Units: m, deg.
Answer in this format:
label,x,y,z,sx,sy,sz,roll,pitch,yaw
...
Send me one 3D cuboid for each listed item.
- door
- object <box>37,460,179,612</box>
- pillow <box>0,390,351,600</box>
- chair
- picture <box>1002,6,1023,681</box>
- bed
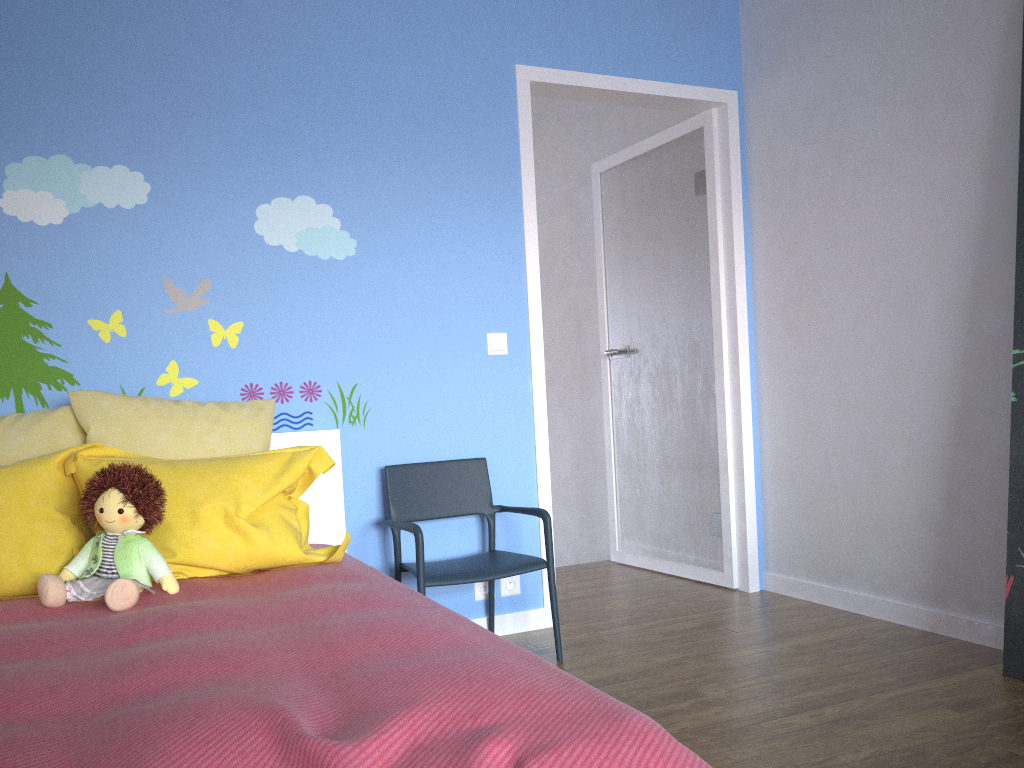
label,x,y,z,sx,sy,sz,roll,pitch,yaw
door,0.332,-0.131,4.012,1.031,2.132,0.998,-4,1,-25
object,-0.919,0.349,2.024,0.286,0.342,0.251,-3,1,10
pillow,-1.151,0.274,2.355,1.343,0.532,0.679,-3,0,-23
chair,-0.167,0.604,3.001,0.511,0.675,0.416,-3,1,-28
picture,1.661,-0.182,2.141,0.207,2.022,0.958,-4,2,-25
bed,-0.792,0.542,1.660,1.924,0.812,2.319,-3,-1,-25
